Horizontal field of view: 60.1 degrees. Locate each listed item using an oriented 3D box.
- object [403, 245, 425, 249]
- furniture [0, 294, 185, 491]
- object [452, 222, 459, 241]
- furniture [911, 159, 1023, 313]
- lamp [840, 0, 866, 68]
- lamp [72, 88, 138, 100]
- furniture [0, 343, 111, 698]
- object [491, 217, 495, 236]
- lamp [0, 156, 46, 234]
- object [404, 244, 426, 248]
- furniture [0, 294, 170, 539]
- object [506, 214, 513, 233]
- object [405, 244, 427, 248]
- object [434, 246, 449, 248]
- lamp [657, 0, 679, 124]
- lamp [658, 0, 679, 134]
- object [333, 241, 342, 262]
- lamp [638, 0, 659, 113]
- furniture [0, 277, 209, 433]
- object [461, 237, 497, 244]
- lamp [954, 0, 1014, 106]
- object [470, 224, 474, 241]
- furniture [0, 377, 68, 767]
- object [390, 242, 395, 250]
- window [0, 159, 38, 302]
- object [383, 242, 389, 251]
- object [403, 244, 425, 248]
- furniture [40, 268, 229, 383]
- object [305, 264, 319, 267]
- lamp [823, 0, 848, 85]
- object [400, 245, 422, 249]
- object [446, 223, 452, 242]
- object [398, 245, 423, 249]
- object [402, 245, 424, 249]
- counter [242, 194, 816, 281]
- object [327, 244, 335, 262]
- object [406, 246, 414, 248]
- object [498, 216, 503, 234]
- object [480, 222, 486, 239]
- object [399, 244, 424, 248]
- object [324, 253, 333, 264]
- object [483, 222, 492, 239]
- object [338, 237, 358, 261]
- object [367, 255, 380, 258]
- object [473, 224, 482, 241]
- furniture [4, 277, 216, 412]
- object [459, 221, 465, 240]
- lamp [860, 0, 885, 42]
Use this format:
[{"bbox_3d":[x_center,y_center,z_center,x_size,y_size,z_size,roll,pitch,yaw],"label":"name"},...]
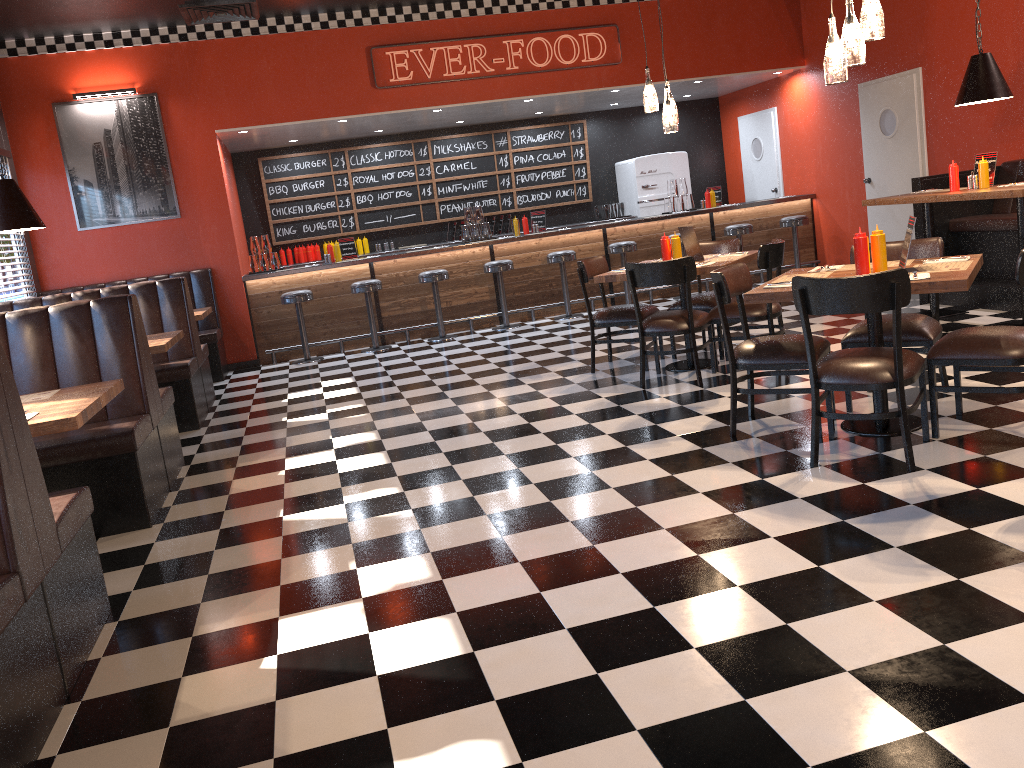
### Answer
[{"bbox_3d":[-1.374,-1.891,12.224,0.366,0.001,0.262,-10,11,-11],"label":"object"},{"bbox_3d":[-2.938,0.145,5.176,1.712,1.147,0.710,-10,10,-12],"label":"furniture"},{"bbox_3d":[-0.805,-2.124,12.347,0.073,0.258,0.193,-9,10,-10],"label":"object"},{"bbox_3d":[5.161,-0.698,3.802,1.106,1.141,8.807,-10,11,-12],"label":"furniture"},{"bbox_3d":[1.471,-2.449,4.009,0.108,1.952,0.109,-3,10,29],"label":"lamp"},{"bbox_3d":[-4.172,-2.975,9.091,0.611,0.056,0.081,-10,11,-12],"label":"lamp"},{"bbox_3d":[-2.371,0.521,2.872,1.712,1.147,0.710,-10,10,-12],"label":"furniture"},{"bbox_3d":[-0.266,-2.223,12.470,0.072,0.255,0.189,-9,10,-7],"label":"object"},{"bbox_3d":[-3.415,-2.001,5.678,0.382,2.031,0.385,-2,11,36],"label":"lamp"},{"bbox_3d":[-1.376,-1.902,12.223,0.366,0.001,0.262,-10,11,-12],"label":"object"},{"bbox_3d":[-2.770,0.257,4.495,1.712,1.147,0.710,-10,10,-12],"label":"furniture"},{"bbox_3d":[-0.051,-2.262,12.519,0.072,0.255,0.189,-9,10,-7],"label":"object"},{"bbox_3d":[-1.375,-1.900,12.223,0.366,0.001,0.262,-10,11,-13],"label":"object"},{"bbox_3d":[-0.826,-1.608,10.362,0.158,0.019,0.256,-11,12,-16],"label":"object"},{"bbox_3d":[1.024,-2.833,6.273,0.109,1.952,0.109,-12,10,-25],"label":"lamp"},{"bbox_3d":[1.001,-2.748,6.164,0.108,1.952,0.109,-2,10,34],"label":"lamp"},{"bbox_3d":[-2.017,-1.529,10.223,0.068,0.236,0.068,-10,9,-11],"label":"object"},{"bbox_3d":[0.882,-2.931,6.285,0.109,1.952,0.109,-11,9,-21],"label":"lamp"},{"bbox_3d":[-3.337,-0.120,6.800,1.712,1.147,0.710,-10,10,-12],"label":"furniture"},{"bbox_3d":[-0.406,-1.740,10.737,0.437,0.018,0.274,-10,11,-12],"label":"object"},{"bbox_3d":[3.277,-3.039,6.264,0.381,2.031,0.385,-3,10,28],"label":"lamp"},{"bbox_3d":[-0.453,-1.838,10.765,0.105,0.207,0.106,-2,11,32],"label":"object"},{"bbox_3d":[-2.204,0.633,2.191,1.712,1.147,0.710,-10,10,-12],"label":"furniture"},{"bbox_3d":[-1.647,-1.910,12.171,0.047,0.135,0.094,-11,10,-17],"label":"object"},{"bbox_3d":[-4.728,-1.311,7.927,0.128,1.702,2.038,-10,10,-12],"label":"window"},{"bbox_3d":[-1.730,-1.904,12.194,0.046,0.135,0.094,-2,11,32],"label":"object"},{"bbox_3d":[-1.376,-1.904,12.223,0.366,0.001,0.262,-10,11,-12],"label":"object"},{"bbox_3d":[-3.905,-0.497,9.114,1.712,1.147,0.710,-10,10,-12],"label":"furniture"},{"bbox_3d":[-2.255,-1.340,10.001,0.158,0.019,0.256,-11,12,-16],"label":"object"},{"bbox_3d":[1.437,-2.408,4.133,0.108,1.952,0.109,-8,9,-1],"label":"lamp"},{"bbox_3d":[-1.375,-1.897,12.224,0.366,0.001,0.262,-10,11,-11],"label":"object"},{"bbox_3d":[-0.895,-2.109,12.332,0.070,0.256,0.190,-9,10,-5],"label":"object"},{"bbox_3d":[-1.375,-1.895,12.224,0.366,0.001,0.262,-10,11,-13],"label":"object"},{"bbox_3d":[-1.374,-1.893,12.224,0.365,0.001,0.263,-9,11,-7],"label":"object"},{"bbox_3d":[0.367,-1.812,10.742,7.051,0.050,0.679,-10,11,-13],"label":"counter"},{"bbox_3d":[-2.105,-1.527,10.276,0.068,0.236,0.068,-10,9,-11],"label":"object"},{"bbox_3d":[-1.375,-1.899,12.223,0.366,0.001,0.262,-11,11,-15],"label":"object"},{"bbox_3d":[-0.157,-2.242,12.494,0.074,0.256,0.190,-9,10,-10],"label":"object"},{"bbox_3d":[-0.339,-1.859,10.791,0.105,0.207,0.106,-2,11,32],"label":"object"},{"bbox_3d":[-1.376,-1.906,12.222,0.366,0.001,0.262,-10,11,-11],"label":"object"},{"bbox_3d":[-2.117,-1.449,10.161,0.093,0.135,0.047,-4,10,22],"label":"object"},{"bbox_3d":[-0.301,-1.842,10.681,0.105,0.207,0.106,-2,11,32],"label":"object"},{"bbox_3d":[-1.920,-1.582,10.379,0.189,0.255,0.072,-12,10,-22],"label":"object"},{"bbox_3d":[-1.591,-1.464,10.166,0.157,0.019,0.257,-9,11,-7],"label":"object"},{"bbox_3d":[-0.420,-1.822,10.661,0.105,0.207,0.106,-2,11,32],"label":"object"},{"bbox_3d":[-3.504,-0.231,7.481,1.712,1.147,0.710,-10,10,-12],"label":"furniture"},{"bbox_3d":[-0.697,-2.144,12.373,0.072,0.255,0.189,-11,10,-17],"label":"object"},{"bbox_3d":[1.575,-2.584,4.040,0.109,1.952,0.108,-15,11,-40],"label":"lamp"}]
